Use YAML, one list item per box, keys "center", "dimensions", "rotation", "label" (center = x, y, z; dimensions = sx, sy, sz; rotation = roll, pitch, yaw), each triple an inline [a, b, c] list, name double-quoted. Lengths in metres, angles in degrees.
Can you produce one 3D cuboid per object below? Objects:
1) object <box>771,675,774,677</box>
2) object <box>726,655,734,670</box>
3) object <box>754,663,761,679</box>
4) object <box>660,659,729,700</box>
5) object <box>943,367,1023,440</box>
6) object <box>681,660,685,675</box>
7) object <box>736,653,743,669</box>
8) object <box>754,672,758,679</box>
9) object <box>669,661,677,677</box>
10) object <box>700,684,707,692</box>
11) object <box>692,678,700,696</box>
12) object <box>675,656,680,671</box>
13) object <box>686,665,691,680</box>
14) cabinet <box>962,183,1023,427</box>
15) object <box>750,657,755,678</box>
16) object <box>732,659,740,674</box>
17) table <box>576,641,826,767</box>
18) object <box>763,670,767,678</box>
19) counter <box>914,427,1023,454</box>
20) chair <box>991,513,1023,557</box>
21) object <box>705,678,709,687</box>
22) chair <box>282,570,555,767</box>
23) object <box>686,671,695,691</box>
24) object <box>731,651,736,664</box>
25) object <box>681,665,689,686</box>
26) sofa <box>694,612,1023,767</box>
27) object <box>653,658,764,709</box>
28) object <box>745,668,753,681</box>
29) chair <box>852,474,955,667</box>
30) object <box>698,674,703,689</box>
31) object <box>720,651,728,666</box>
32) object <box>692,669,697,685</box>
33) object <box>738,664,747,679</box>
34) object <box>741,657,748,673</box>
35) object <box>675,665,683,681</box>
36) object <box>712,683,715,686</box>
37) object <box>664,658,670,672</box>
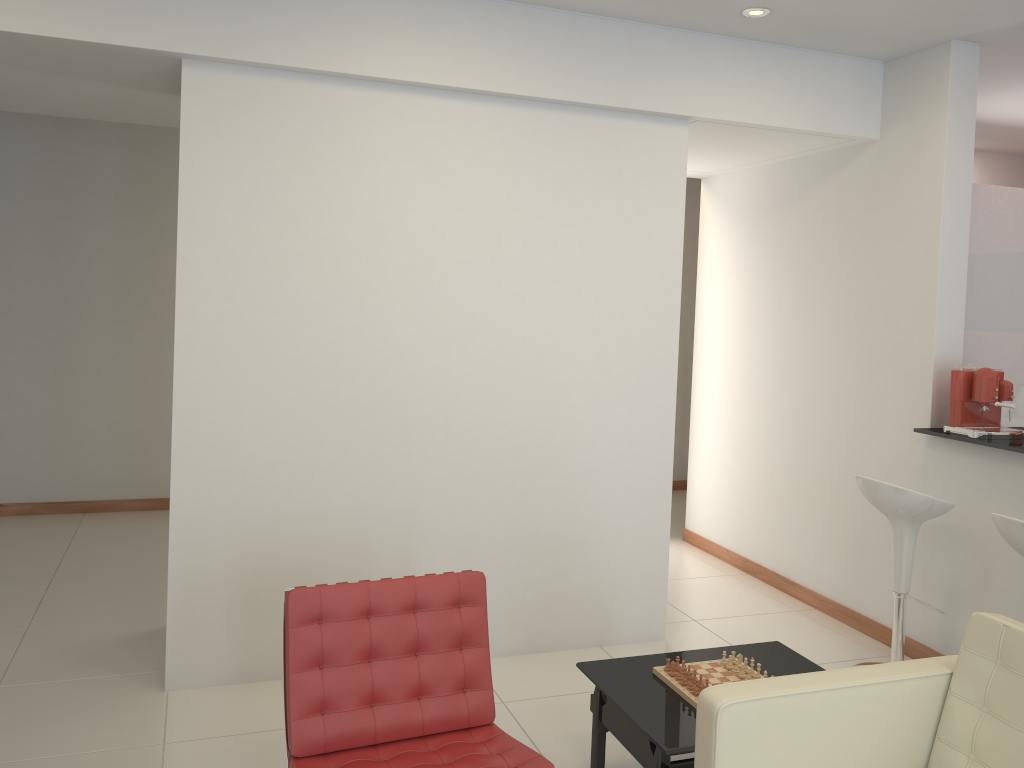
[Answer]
- center: [0.919, 1.055, 3.127]
  dimensions: [0.030, 0.052, 0.030]
  rotation: [1, 3, -27]
  label: "object"
- center: [0.814, 1.036, 3.302]
  dimensions: [0.030, 0.049, 0.030]
  rotation: [2, 3, -12]
  label: "object"
- center: [0.892, 1.041, 3.202]
  dimensions: [0.030, 0.064, 0.030]
  rotation: [2, 3, -12]
  label: "object"
- center: [0.752, 1.069, 3.175]
  dimensions: [0.349, 0.001, 0.348]
  rotation: [0, 6, -20]
  label: "object"
- center: [2.346, 0.090, 4.287]
  dimensions: [0.320, 0.336, 0.322]
  rotation: [1, 4, -19]
  label: "object"
- center: [0.626, 1.035, 3.235]
  dimensions: [0.030, 0.049, 0.030]
  rotation: [2, 3, -12]
  label: "object"
- center: [0.852, 1.035, 3.315]
  dimensions: [0.030, 0.052, 0.030]
  rotation: [1, 3, -27]
  label: "object"
- center: [0.868, 1.052, 3.151]
  dimensions: [0.030, 0.049, 0.030]
  rotation: [2, 3, -12]
  label: "object"
- center: [0.588, 1.033, 3.221]
  dimensions: [0.030, 0.052, 0.030]
  rotation: [2, 3, -12]
  label: "object"
- center: [0.655, 1.053, 3.033]
  dimensions: [0.030, 0.052, 0.030]
  rotation: [2, 3, -12]
  label: "object"
- center: [0.642, 1.048, 3.071]
  dimensions: [0.030, 0.055, 0.030]
  rotation: [2, 3, -12]
  label: "object"
- center: [0.612, 1.031, 3.272]
  dimensions: [0.030, 0.049, 0.030]
  rotation: [2, 3, -12]
  label: "object"
- center: [0.639, 1.039, 3.197]
  dimensions: [0.030, 0.049, 0.030]
  rotation: [2, 3, -12]
  label: "object"
- center: [2.496, 0.087, 5.727]
  dimensions: [1.057, 2.518, 1.642]
  rotation: [1, 3, -20]
  label: "cabinet"
- center: [0.879, 1.035, 3.240]
  dimensions: [0.030, 0.069, 0.030]
  rotation: [2, 2, -12]
  label: "object"
- center: [0.827, 1.040, 3.264]
  dimensions: [0.030, 0.049, 0.030]
  rotation: [2, 3, -12]
  label: "object"
- center: [0.778, 1.301, 3.189]
  dimensions: [0.916, 0.421, 0.703]
  rotation: [1, 5, -20]
  label: "table"
- center: [0.905, 1.050, 3.165]
  dimensions: [0.030, 0.055, 0.030]
  rotation: [2, 3, -12]
  label: "object"
- center: [2.893, 0.385, 3.248]
  dimensions: [0.735, 0.019, 2.976]
  rotation: [0, 6, -20]
  label: "counter"
- center: [2.132, 1.030, 3.503]
  dimensions: [0.464, 1.019, 0.458]
  rotation: [2, 2, -9]
  label: "chair"
- center: [0.679, 1.051, 3.084]
  dimensions: [0.030, 0.049, 0.030]
  rotation: [2, 3, -12]
  label: "object"
- center: [-0.322, 1.097, 2.787]
  dimensions: [0.699, 0.815, 0.709]
  rotation: [1, 4, -25]
  label: "chair"
- center: [0.629, 1.040, 3.108]
  dimensions: [0.030, 0.064, 0.030]
  rotation: [2, 3, -12]
  label: "object"
- center: [0.838, 1.035, 3.353]
  dimensions: [0.030, 0.044, 0.030]
  rotation: [2, 3, -12]
  label: "object"
- center: [0.615, 1.033, 3.146]
  dimensions: [0.030, 0.069, 0.030]
  rotation: [2, 2, -12]
  label: "object"
- center: [1.372, 1.235, 1.385]
  dimensions: [1.000, 0.920, 2.574]
  rotation: [1, 5, -20]
  label: "sofa"
- center: [0.752, 1.080, 3.175]
  dimensions: [0.360, 0.021, 0.361]
  rotation: [0, 6, -20]
  label: "object"
- center: [0.854, 1.048, 3.189]
  dimensions: [0.030, 0.049, 0.030]
  rotation: [2, 3, -12]
  label: "object"
- center: [1.866, 0.951, 4.250]
  dimensions: [0.464, 1.019, 0.458]
  rotation: [2, 2, -9]
  label: "chair"
- center: [0.666, 1.047, 3.122]
  dimensions: [0.030, 0.049, 0.030]
  rotation: [2, 3, -12]
  label: "object"
- center: [0.801, 1.032, 3.340]
  dimensions: [0.030, 0.049, 0.030]
  rotation: [2, 3, -12]
  label: "object"
- center: [0.653, 1.043, 3.159]
  dimensions: [0.030, 0.049, 0.030]
  rotation: [2, 3, -12]
  label: "object"
- center: [0.841, 1.044, 3.227]
  dimensions: [0.030, 0.049, 0.030]
  rotation: [2, 3, -12]
  label: "object"
- center: [0.865, 1.038, 3.278]
  dimensions: [0.030, 0.055, 0.030]
  rotation: [2, 3, -12]
  label: "object"
- center: [0.602, 1.036, 3.183]
  dimensions: [0.030, 0.055, 0.030]
  rotation: [2, 3, -12]
  label: "object"
- center: [0.693, 1.055, 3.046]
  dimensions: [0.030, 0.049, 0.030]
  rotation: [2, 3, -12]
  label: "object"
- center: [0.575, 1.034, 3.259]
  dimensions: [0.030, 0.044, 0.030]
  rotation: [2, 3, -12]
  label: "object"
